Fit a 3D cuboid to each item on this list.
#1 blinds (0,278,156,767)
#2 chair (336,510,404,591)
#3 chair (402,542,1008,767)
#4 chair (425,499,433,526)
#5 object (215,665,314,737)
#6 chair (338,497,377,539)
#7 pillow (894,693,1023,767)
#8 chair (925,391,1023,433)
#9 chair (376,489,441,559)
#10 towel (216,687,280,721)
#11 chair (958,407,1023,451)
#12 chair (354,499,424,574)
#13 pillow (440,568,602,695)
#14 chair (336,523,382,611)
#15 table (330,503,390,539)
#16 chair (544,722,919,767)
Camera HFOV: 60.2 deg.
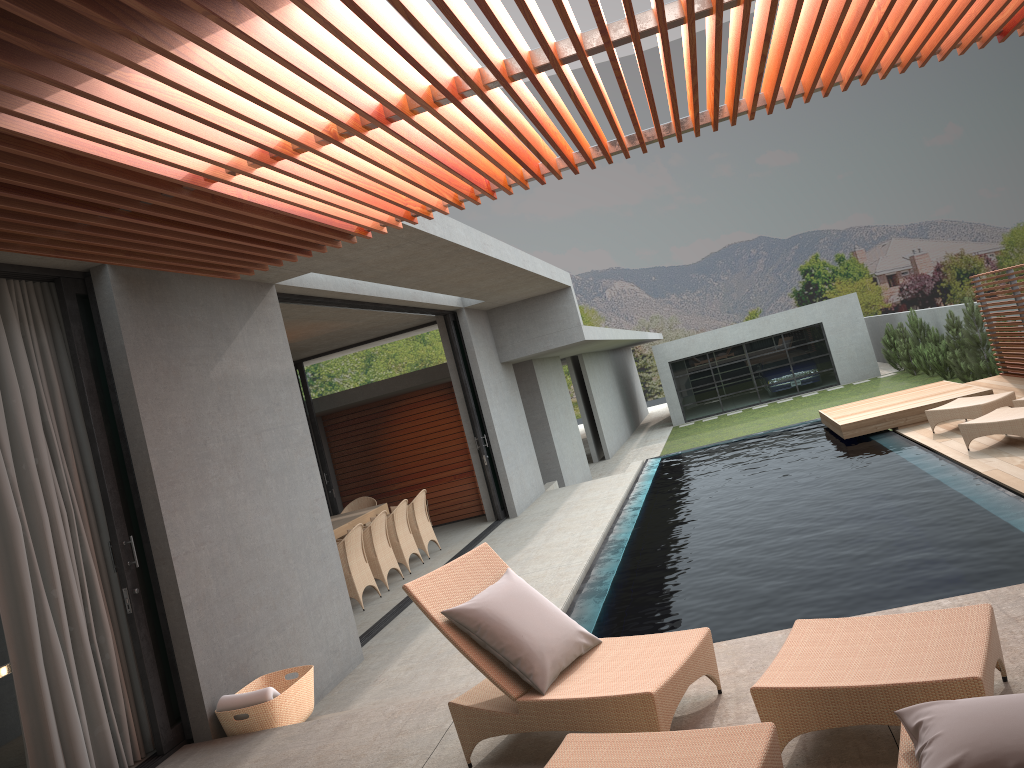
[{"bbox_3d":[-2.660,0.808,5.080,0.229,2.954,0.882,-15,-5,9],"label":"blinds"},{"bbox_3d":[-1.676,1.965,10.278,0.627,0.869,0.617,-15,-4,12],"label":"chair"},{"bbox_3d":[0.704,1.027,3.710,2.269,0.833,0.704,-15,-3,31],"label":"chair"},{"bbox_3d":[-1.836,2.662,16.751,0.609,0.869,0.635,-18,-5,42],"label":"chair"},{"bbox_3d":[-1.506,2.052,5.538,0.444,0.302,0.680,-15,-1,12],"label":"object"},{"bbox_3d":[-2.215,2.125,12.876,0.614,0.869,0.629,-15,-3,12],"label":"chair"},{"bbox_3d":[1.274,0.925,2.238,0.588,0.195,0.598,-15,-1,24],"label":"pillow"},{"bbox_3d":[5.964,0.000,10.285,0.706,0.832,2.266,-13,-2,-28],"label":"chair"},{"bbox_3d":[-1.354,1.890,11.720,0.627,0.869,0.617,-15,-4,12],"label":"chair"},{"bbox_3d":[-1.549,2.003,5.396,0.367,0.314,0.309,-15,-3,13],"label":"towel"},{"bbox_3d":[5.552,0.098,8.655,0.705,0.832,2.266,-13,-2,-27],"label":"chair"},{"bbox_3d":[-1.515,1.927,10.999,0.627,0.869,0.617,-15,-4,12],"label":"chair"},{"bbox_3d":[0.055,1.128,4.101,0.422,0.430,0.612,-16,-2,30],"label":"pillow"},{"bbox_3d":[-1.837,2.002,9.557,0.627,0.869,0.617,-15,-4,12],"label":"chair"},{"bbox_3d":[-2.607,2.268,10.847,1.273,0.761,3.259,-15,-1,13],"label":"table"},{"bbox_3d":[0.988,0.943,2.424,2.272,0.833,0.703,-15,-3,27],"label":"chair"}]
